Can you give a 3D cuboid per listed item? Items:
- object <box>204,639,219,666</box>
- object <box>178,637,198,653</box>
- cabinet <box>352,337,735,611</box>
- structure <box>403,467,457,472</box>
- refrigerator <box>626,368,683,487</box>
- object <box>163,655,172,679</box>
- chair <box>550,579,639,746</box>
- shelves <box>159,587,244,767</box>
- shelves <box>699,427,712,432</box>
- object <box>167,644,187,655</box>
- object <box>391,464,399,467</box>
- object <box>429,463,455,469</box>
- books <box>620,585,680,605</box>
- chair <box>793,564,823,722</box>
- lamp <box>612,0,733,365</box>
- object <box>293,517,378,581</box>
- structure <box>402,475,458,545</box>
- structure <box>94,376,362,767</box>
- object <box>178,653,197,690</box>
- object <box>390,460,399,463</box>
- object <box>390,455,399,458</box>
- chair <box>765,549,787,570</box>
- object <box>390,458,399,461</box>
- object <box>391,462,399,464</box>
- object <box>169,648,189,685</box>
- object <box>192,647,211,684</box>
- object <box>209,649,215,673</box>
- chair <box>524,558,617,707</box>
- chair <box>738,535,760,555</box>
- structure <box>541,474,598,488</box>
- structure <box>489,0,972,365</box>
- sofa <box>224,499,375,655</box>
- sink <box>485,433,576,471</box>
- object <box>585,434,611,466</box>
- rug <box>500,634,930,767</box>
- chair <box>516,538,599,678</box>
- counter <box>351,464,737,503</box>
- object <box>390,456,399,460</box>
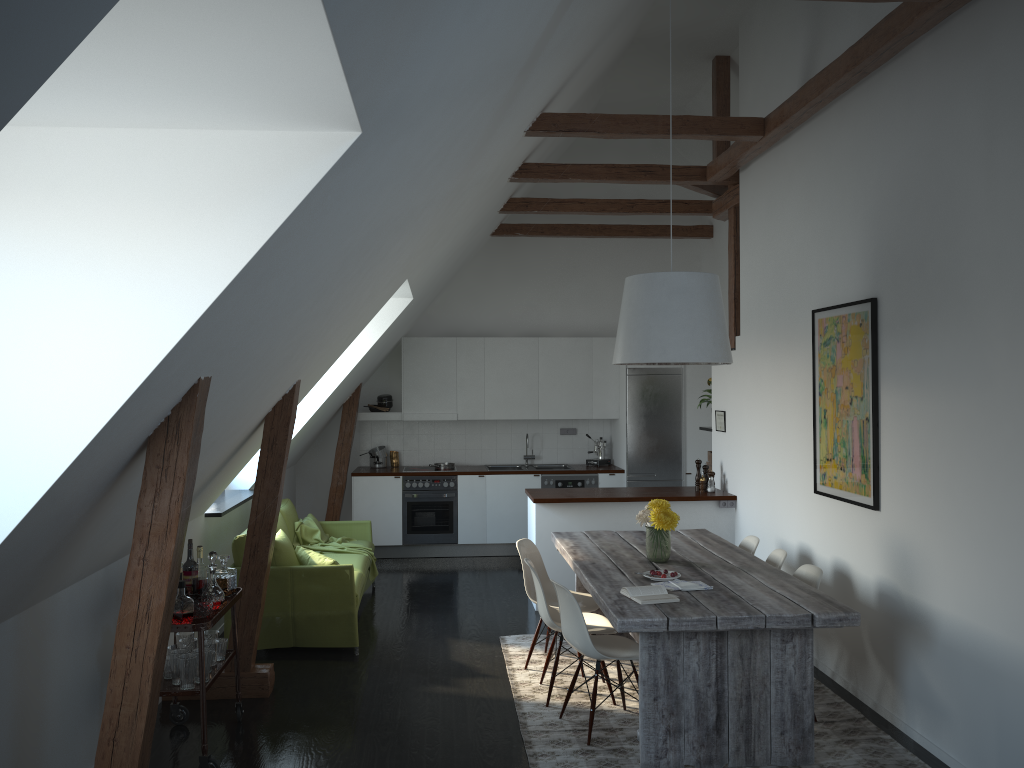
[{"bbox_3d":[-1.550,1.379,4.541,0.095,0.119,0.095,0,0,-43],"label":"object"},{"bbox_3d":[-1.672,1.380,4.581,0.095,0.119,0.095,0,0,-43],"label":"object"},{"bbox_3d":[0.473,0.666,8.743,4.208,2.369,3.033,0,0,-5],"label":"cabinet"},{"bbox_3d":[-0.898,0.951,9.716,0.574,0.041,0.504,0,0,-5],"label":"structure"},{"bbox_3d":[1.542,0.760,9.581,0.609,1.868,0.031,0,0,-5],"label":"refrigerator"},{"bbox_3d":[-1.675,1.390,4.352,0.092,0.099,0.092,0,0,-27],"label":"object"},{"bbox_3d":[0.476,1.432,4.718,0.542,0.801,0.465,0,0,-19],"label":"chair"},{"bbox_3d":[-1.628,1.475,4.467,0.438,0.732,0.803,0,0,-9],"label":"shelves"},{"bbox_3d":[2.106,0.677,8.161,0.660,0.553,0.408,0,0,-5],"label":"shelves"},{"bbox_3d":[-1.684,1.380,4.459,0.095,0.119,0.095,0,0,-43],"label":"object"},{"bbox_3d":[-1.321,0.918,10.010,0.100,0.036,0.100,0,0,-8],"label":"object"},{"bbox_3d":[-0.801,0.901,9.807,0.351,0.061,0.232,0,0,-31],"label":"object"},{"bbox_3d":[0.675,1.028,4.358,0.202,0.042,0.251,0,0,-17],"label":"books"},{"bbox_3d":[1.454,1.429,4.963,0.542,0.801,0.465,0,0,-9],"label":"chair"},{"bbox_3d":[0.955,-1.523,5.230,0.757,2.813,0.697,0,0,-45],"label":"lamp"},{"bbox_3d":[-1.526,1.415,7.677,0.722,0.493,0.711,0,0,-9],"label":"object"},{"bbox_3d":[-0.894,1.343,9.730,0.583,0.725,0.749,0,0,-5],"label":"structure"},{"bbox_3d":[-1.621,0.872,3.454,1.023,1.963,12.350,0,0,-5],"label":"structure"},{"bbox_3d":[-1.534,1.361,4.194,0.087,0.155,0.087,0,0,-32],"label":"object"},{"bbox_3d":[-1.325,0.878,10.009,0.099,0.051,0.099,0,0,-19],"label":"object"},{"bbox_3d":[-1.330,0.818,10.006,0.100,0.036,0.100,0,0,-38],"label":"object"},{"bbox_3d":[1.422,1.430,5.498,0.542,0.801,0.465,0,0,1],"label":"chair"},{"bbox_3d":[-1.327,0.858,10.011,0.099,0.043,0.100,0,0,-17],"label":"object"},{"bbox_3d":[-1.322,0.896,10.009,0.100,0.048,0.099,0,0,14],"label":"object"},{"bbox_3d":[-1.601,1.361,4.266,0.087,0.155,0.087,0,0,-32],"label":"object"},{"bbox_3d":[-1.499,1.361,4.287,0.087,0.155,0.087,0,0,-32],"label":"object"},{"bbox_3d":[-1.535,1.389,4.435,0.092,0.099,0.092,0,0,-27],"label":"object"},{"bbox_3d":[0.345,1.434,5.229,0.542,0.801,0.465,0,0,-4],"label":"chair"},{"bbox_3d":[1.385,1.432,5.970,0.542,0.801,0.465,0,0,-4],"label":"chair"},{"bbox_3d":[0.603,1.333,9.765,0.612,0.725,0.582,0,0,-5],"label":"structure"},{"bbox_3d":[3.560,-1.945,2.199,10.230,3.562,15.910,0,0,1],"label":"structure"},{"bbox_3d":[-1.595,1.435,7.035,0.898,0.825,2.093,0,0,-6],"label":"sofa"},{"bbox_3d":[0.190,0.821,9.878,0.963,0.519,0.671,0,0,-5],"label":"sink"},{"bbox_3d":[0.954,0.744,10.081,0.206,0.370,0.353,0,0,42],"label":"object"},{"bbox_3d":[0.957,1.824,5.183,1.898,0.022,2.677,0,0,-5],"label":"rug"},{"bbox_3d":[0.301,1.436,5.805,0.542,0.801,0.465,0,0,21],"label":"chair"},{"bbox_3d":[0.046,0.948,8.683,3.365,0.038,3.085,0,0,-5],"label":"counter"},{"bbox_3d":[-1.329,0.836,10.010,0.099,0.057,0.101,0,0,7],"label":"object"}]
